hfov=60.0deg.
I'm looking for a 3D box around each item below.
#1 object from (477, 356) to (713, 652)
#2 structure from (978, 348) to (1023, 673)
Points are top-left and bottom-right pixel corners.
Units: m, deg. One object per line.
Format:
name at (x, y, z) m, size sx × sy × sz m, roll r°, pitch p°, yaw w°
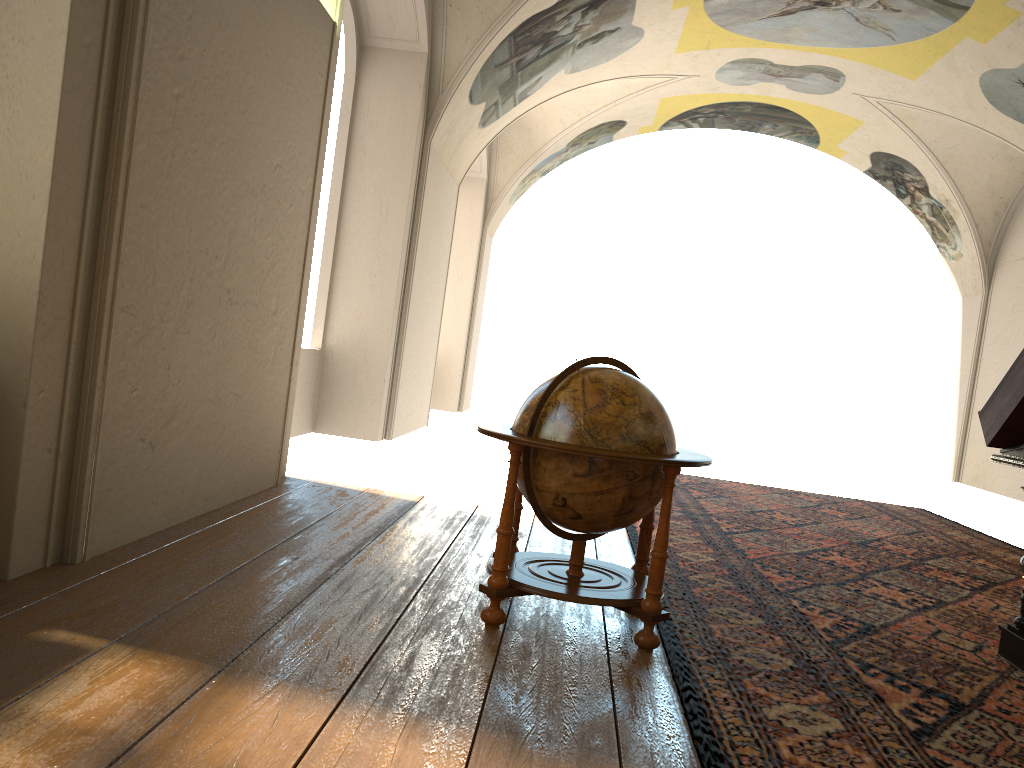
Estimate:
object at (0.411, 0.568, 4.851) m, size 1.276 × 1.450 × 1.280 m, roll 10°, pitch 3°, yaw 41°
structure at (3.348, 0.715, 4.483) m, size 1.245 × 1.983 × 1.890 m, roll 8°, pitch 2°, yaw 4°
